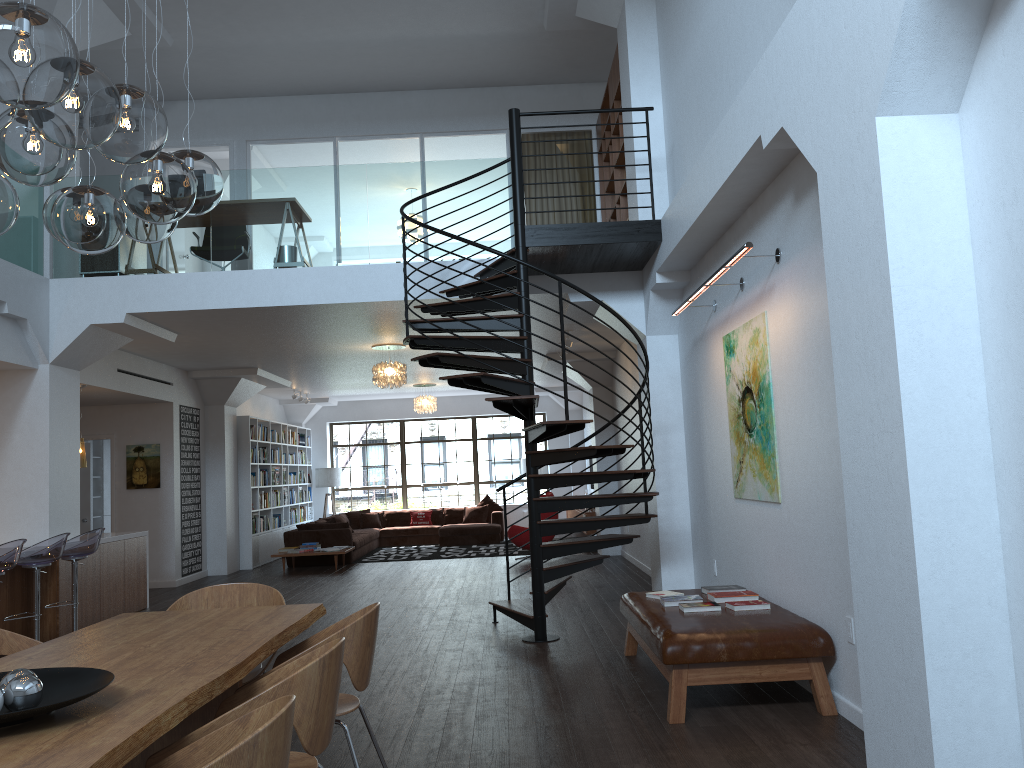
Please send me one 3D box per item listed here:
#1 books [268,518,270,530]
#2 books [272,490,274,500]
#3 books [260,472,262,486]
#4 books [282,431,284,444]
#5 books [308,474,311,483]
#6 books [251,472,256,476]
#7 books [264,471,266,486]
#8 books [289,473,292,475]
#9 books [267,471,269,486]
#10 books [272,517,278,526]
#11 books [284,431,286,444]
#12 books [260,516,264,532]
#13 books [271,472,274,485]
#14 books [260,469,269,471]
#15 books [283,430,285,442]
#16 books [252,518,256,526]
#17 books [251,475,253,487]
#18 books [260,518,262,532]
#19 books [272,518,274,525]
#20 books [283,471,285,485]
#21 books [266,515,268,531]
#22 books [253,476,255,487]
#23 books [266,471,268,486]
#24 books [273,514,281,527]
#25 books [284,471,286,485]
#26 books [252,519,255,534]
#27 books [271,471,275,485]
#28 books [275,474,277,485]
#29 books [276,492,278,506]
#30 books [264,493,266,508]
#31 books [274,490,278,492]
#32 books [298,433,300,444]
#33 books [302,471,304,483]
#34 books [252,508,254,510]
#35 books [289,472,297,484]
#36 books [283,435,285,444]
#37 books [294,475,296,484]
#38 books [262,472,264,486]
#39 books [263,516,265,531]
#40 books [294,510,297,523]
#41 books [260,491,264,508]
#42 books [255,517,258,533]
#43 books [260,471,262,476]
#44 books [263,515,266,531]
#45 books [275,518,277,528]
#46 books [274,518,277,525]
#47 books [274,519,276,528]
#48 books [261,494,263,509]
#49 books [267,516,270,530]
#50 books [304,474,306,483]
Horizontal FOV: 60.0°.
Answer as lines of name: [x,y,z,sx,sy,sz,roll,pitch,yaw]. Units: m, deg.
books: [-4.206,2.385,15.083,0.161,0.207,0.135,-3,-6,-1]
books: [-4.233,1.998,15.437,0.176,0.290,0.053,-3,-6,-1]
books: [-4.242,1.576,14.691,0.174,0.239,0.045,-3,-6,-1]
books: [-4.296,0.985,16.304,0.174,0.236,0.136,-3,-6,-1]
books: [-4.268,1.949,18.366,0.182,0.215,0.188,-3,-6,-1]
books: [-4.232,1.553,14.419,0.140,0.231,0.042,-3,-6,-1]
books: [-4.243,1.593,14.939,0.182,0.253,0.034,-3,-6,-1]
books: [-4.252,1.804,16.846,0.140,0.206,0.042,-3,-6,-1]
books: [-4.239,1.610,15.112,0.182,0.253,0.034,-3,-6,-1]
books: [-4.211,2.452,15.692,0.139,0.191,0.036,-3,-6,-1]
books: [-4.298,0.997,16.505,0.160,0.251,0.039,-3,-6,-1]
books: [-4.216,2.323,14.702,0.183,0.253,0.042,-3,-6,-1]
books: [-4.247,1.649,15.446,0.174,0.240,0.054,-3,-6,-1]
books: [-4.250,1.598,15.176,0.176,0.294,0.102,-3,-6,-1]
books: [-4.301,0.991,16.439,0.160,0.251,0.031,-3,-6,-1]
books: [-4.212,2.281,14.262,0.183,0.253,0.042,-3,-6,-1]
books: [-4.232,1.559,14.231,0.134,0.184,0.030,-3,-6,-1]
books: [-4.215,2.324,14.589,0.176,0.231,0.053,-3,-6,-1]
books: [-4.217,2.430,15.435,0.134,0.184,0.030,-3,-6,-1]
books: [-4.253,1.720,16.224,0.174,0.251,0.051,-3,-6,-1]
books: [-4.213,2.347,14.939,0.183,0.253,0.042,-3,-6,-1]
books: [-4.219,1.577,14.330,0.120,0.167,0.020,-3,-6,-1]
books: [-4.249,1.607,15.078,0.182,0.253,0.034,-3,-6,-1]
books: [-4.219,2.454,15.919,0.140,0.231,0.042,-3,-6,-1]
books: [-4.264,1.733,16.328,0.183,0.253,0.039,-3,-6,-1]
books: [-4.201,2.276,14.150,0.174,0.240,0.054,-3,-6,-1]
books: [-4.258,1.654,15.558,0.183,0.253,0.042,-3,-6,-1]
books: [-4.247,1.689,15.676,0.161,0.207,0.135,-3,-6,-1]
books: [-4.228,2.039,15.672,0.183,0.253,0.034,-3,-6,-1]
books: [-4.230,1.969,14.921,0.171,0.246,0.057,-3,-6,-1]
books: [-4.238,2.024,15.709,0.176,0.290,0.036,-3,-6,-1]
books: [-4.321,1.106,17.640,0.183,0.253,0.042,-3,-6,-1]
books: [-4.271,1.875,17.806,0.183,0.253,0.042,-3,-6,-1]
books: [-4.247,2.006,14.194,0.197,0.035,0.284,-2,-6,-11]
books: [-4.253,1.827,17.215,0.140,0.231,0.042,-3,-6,-1]
books: [-4.288,1.005,16.357,0.161,0.207,0.130,-3,-6,-1]
books: [-4.241,1.851,17.127,0.120,0.167,0.020,-3,-6,-1]
books: [-4.250,1.598,14.868,0.167,0.230,0.037,-3,-6,-1]
books: [-4.212,2.335,14.774,0.171,0.246,0.039,-3,-6,-1]
books: [-4.220,2.549,17.002,0.183,0.253,0.034,-3,-6,-1]
books: [-4.236,1.935,14.798,0.176,0.290,0.053,-3,-6,-1]
books: [-4.212,2.290,14.344,0.180,0.251,0.048,-3,-6,-1]
books: [-4.246,1.578,14.742,0.170,0.245,0.057,-3,-6,-1]
books: [-4.219,2.336,14.854,0.180,0.259,0.042,-3,-6,-1]
books: [-4.207,2.454,15.607,0.122,0.169,0.023,-3,-6,-1]
books: [-4.208,2.455,15.635,0.126,0.173,0.032,-3,-6,-1]
books: [-4.204,2.449,15.534,0.120,0.167,0.020,-3,-6,-1]
books: [-4.232,1.949,14.713,0.171,0.246,0.057,-3,-6,-1]
books: [-4.214,2.365,15.028,0.174,0.236,0.142,-3,-6,-1]
books: [-4.265,1.913,17.950,0.161,0.207,0.135,-3,-6,-1]
